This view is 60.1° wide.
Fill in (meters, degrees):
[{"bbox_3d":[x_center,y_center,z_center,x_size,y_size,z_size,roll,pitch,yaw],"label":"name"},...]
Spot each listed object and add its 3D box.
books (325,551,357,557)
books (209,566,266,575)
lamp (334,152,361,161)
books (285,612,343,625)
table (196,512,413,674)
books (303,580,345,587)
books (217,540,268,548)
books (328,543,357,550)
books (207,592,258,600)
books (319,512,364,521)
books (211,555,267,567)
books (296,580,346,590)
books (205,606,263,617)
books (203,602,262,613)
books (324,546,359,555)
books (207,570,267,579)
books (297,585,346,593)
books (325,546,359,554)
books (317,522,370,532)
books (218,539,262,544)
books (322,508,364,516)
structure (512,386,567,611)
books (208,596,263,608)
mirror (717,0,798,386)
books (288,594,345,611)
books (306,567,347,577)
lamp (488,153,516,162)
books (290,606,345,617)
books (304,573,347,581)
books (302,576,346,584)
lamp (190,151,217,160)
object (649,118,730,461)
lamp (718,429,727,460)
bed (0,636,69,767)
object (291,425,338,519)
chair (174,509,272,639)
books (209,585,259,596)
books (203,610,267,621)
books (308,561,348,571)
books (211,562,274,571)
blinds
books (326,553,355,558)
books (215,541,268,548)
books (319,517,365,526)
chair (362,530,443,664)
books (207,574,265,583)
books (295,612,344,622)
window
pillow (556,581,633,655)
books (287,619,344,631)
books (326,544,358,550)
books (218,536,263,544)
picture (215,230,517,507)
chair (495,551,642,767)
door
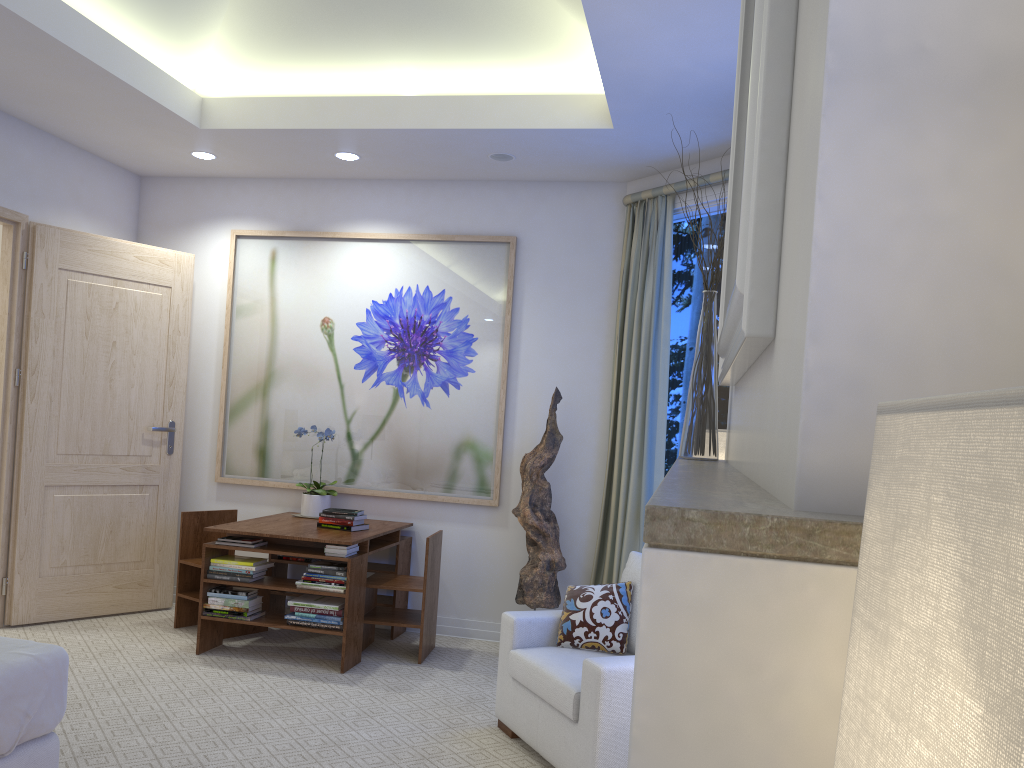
[{"bbox_3d":[-0.793,0.786,4.117,0.101,0.012,0.140,3,-3,12],"label":"books"},{"bbox_3d":[-1.304,0.879,4.230,0.222,0.020,0.154,3,-3,12],"label":"books"},{"bbox_3d":[-0.847,-1.164,4.553,0.137,0.014,0.137,5,-3,-17],"label":"lamp"},{"bbox_3d":[-0.893,1.088,4.150,0.284,0.018,0.182,3,-3,12],"label":"books"},{"bbox_3d":[-1.017,1.022,4.532,0.739,0.600,0.901,4,-2,12],"label":"table"},{"bbox_3d":[-0.851,0.920,4.140,0.205,0.011,0.148,3,-3,12],"label":"books"},{"bbox_3d":[-1.289,0.757,4.225,0.201,0.015,0.140,3,-3,12],"label":"books"},{"bbox_3d":[-0.788,0.751,4.116,0.103,0.013,0.143,3,-3,12],"label":"books"},{"bbox_3d":[-1.326,1.000,4.215,0.205,0.019,0.119,3,-3,12],"label":"books"},{"bbox_3d":[-0.851,0.664,4.465,0.205,0.020,0.125,3,-3,22],"label":"books"},{"bbox_3d":[-1.299,0.844,4.232,0.217,0.019,0.157,3,-3,12],"label":"books"},{"bbox_3d":[-0.861,0.932,4.155,0.249,0.015,0.180,3,-3,12],"label":"books"},{"bbox_3d":[-1.324,1.073,4.218,0.217,0.021,0.157,3,-3,12],"label":"books"},{"bbox_3d":[-1.325,1.052,4.212,0.233,0.023,0.141,3,-3,12],"label":"books"},{"bbox_3d":[-0.791,0.769,4.122,0.111,0.022,0.153,3,-3,12],"label":"books"},{"bbox_3d":[-1.310,0.898,4.225,0.234,0.019,0.144,3,-3,12],"label":"books"},{"bbox_3d":[-0.858,0.946,4.149,0.239,0.017,0.173,3,-3,17],"label":"books"},{"bbox_3d":[-0.791,0.769,4.122,0.108,0.020,0.151,3,-3,12],"label":"books"},{"bbox_3d":[-0.852,0.716,4.474,0.212,0.027,0.154,3,-3,27],"label":"books"},{"bbox_3d":[-1.298,0.744,4.233,0.174,0.008,0.111,3,-3,12],"label":"books"},{"bbox_3d":[-0.849,0.645,4.463,0.180,0.018,0.125,4,-3,7],"label":"books"},{"bbox_3d":[0.146,0.706,4.568,0.305,1.394,0.264,4,0,12],"label":"structure"},{"bbox_3d":[-1.311,1.026,4.208,0.208,0.036,0.144,3,-2,12],"label":"books"},{"bbox_3d":[0.353,-0.490,1.276,0.039,0.940,0.841,4,-1,12],"label":"mirror"},{"bbox_3d":[-0.897,1.025,4.156,0.249,0.022,0.180,3,-3,12],"label":"books"},{"bbox_3d":[-0.842,0.872,4.145,0.205,0.026,0.125,3,-3,17],"label":"books"},{"bbox_3d":[-0.051,-1.118,4.391,0.137,0.014,0.137,5,-3,-17],"label":"lamp"},{"bbox_3d":[-0.888,1.050,4.155,0.256,0.033,0.156,3,-3,12],"label":"books"},{"bbox_3d":[-0.845,0.893,4.145,0.217,0.017,0.137,3,-3,12],"label":"books"},{"bbox_3d":[-0.856,0.907,4.143,0.209,0.015,0.146,3,-3,12],"label":"books"},{"bbox_3d":[-1.642,-1.210,4.715,0.137,0.014,0.137,5,-3,-17],"label":"lamp"},{"bbox_3d":[0.366,-0.193,1.805,0.188,0.693,0.193,4,0,40],"label":"object"},{"bbox_3d":[0.817,0.770,2.950,0.276,1.205,1.532,4,-1,24],"label":"lamp"},{"bbox_3d":[-2.320,0.702,1.839,2.018,0.815,1.972,3,-2,11],"label":"bed"},{"bbox_3d":[-1.085,0.480,4.876,0.305,0.504,0.216,4,0,11],"label":"object"},{"bbox_3d":[-1.511,0.989,4.663,0.339,0.610,0.341,4,0,37],"label":"chair"},{"bbox_3d":[-1.320,0.984,4.212,0.198,0.017,0.114,3,-3,12],"label":"books"},{"bbox_3d":[-1.319,1.092,4.221,0.242,0.019,0.169,3,-3,12],"label":"books"},{"bbox_3d":[-0.848,0.851,4.145,0.177,0.017,0.113,3,-3,12],"label":"books"},{"bbox_3d":[-1.286,0.862,4.237,0.239,0.019,0.173,3,-3,17],"label":"books"},{"bbox_3d":[0.520,0.231,4.441,0.295,2.375,0.641,4,0,-37],"label":"blinds"},{"bbox_3d":[-0.793,0.786,4.117,0.103,0.013,0.143,3,-3,12],"label":"books"},{"bbox_3d":[-1.288,0.757,4.225,0.201,0.014,0.136,3,-3,12],"label":"books"},{"bbox_3d":[-0.858,0.688,4.467,0.190,0.031,0.132,3,-3,17],"label":"books"},{"bbox_3d":[-0.567,1.043,4.447,0.340,0.610,0.340,4,0,7],"label":"chair"},{"bbox_3d":[-1.315,0.917,4.227,0.217,0.020,0.157,3,-3,12],"label":"books"},{"bbox_3d":[-0.868,1.074,4.143,0.234,0.018,0.169,3,-3,17],"label":"books"},{"bbox_3d":[0.350,-0.089,1.276,0.813,2.025,6.855,4,-2,12],"label":"window"},{"bbox_3d":[0.320,0.878,3.385,0.284,0.272,0.187,3,-1,21],"label":"pillow"},{"bbox_3d":[-0.888,1.111,4.162,0.276,0.032,0.192,3,-3,12],"label":"books"},{"bbox_3d":[-0.788,0.751,4.116,0.100,0.012,0.140,3,-3,12],"label":"books"},{"bbox_3d":[-1.299,0.744,4.233,0.177,0.009,0.113,3,-3,12],"label":"books"},{"bbox_3d":[-0.845,-0.114,4.959,1.679,1.461,0.030,4,0,11],"label":"picture"},{"bbox_3d":[0.407,1.005,3.222,0.688,0.706,0.806,4,-1,-23],"label":"chair"},{"bbox_3d":[-2.406,0.189,4.338,0.360,2.056,1.786,4,-1,29],"label":"door"}]
